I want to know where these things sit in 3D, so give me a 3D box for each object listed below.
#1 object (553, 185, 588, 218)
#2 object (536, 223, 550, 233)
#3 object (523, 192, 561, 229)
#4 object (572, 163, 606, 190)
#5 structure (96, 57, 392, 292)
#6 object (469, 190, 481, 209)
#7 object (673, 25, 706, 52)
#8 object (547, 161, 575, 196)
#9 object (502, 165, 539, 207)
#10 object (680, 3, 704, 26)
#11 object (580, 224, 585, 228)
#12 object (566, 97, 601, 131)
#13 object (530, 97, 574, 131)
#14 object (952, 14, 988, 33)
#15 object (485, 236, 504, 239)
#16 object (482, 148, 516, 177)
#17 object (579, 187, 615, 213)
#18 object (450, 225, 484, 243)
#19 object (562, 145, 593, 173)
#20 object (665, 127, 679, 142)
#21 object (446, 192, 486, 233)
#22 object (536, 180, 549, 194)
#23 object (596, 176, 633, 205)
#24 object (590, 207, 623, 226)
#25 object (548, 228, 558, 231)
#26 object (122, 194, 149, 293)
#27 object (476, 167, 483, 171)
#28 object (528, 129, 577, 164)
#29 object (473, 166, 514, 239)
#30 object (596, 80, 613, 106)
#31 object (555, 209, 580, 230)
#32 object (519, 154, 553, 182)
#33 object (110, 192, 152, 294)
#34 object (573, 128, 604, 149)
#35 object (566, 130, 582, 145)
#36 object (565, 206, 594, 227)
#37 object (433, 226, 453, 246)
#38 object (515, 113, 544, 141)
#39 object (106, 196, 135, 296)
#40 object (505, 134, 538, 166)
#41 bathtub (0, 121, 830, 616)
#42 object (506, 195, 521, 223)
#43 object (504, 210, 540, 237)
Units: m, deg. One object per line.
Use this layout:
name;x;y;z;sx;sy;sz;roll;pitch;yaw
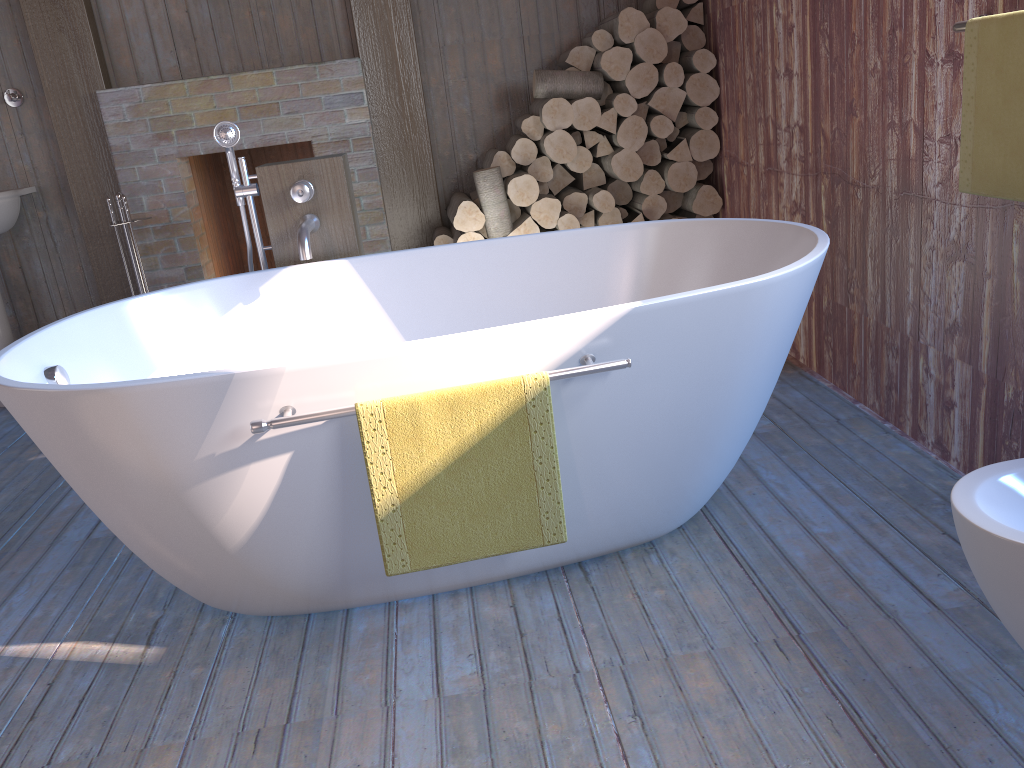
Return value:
object;0.266;-0.835;4.045;0.114;0.120;0.303;-8;18;-3
object;0.139;-0.683;4.071;0.088;0.092;0.280;-8;18;-3
object;0.125;-0.810;4.050;0.139;0.148;0.458;-8;18;-3
object;0.351;-0.974;4.112;0.104;0.127;0.321;-8;18;-3
structure;-1.144;-0.736;4.100;1.130;1.330;0.226;-9;18;-4
object;-0.138;-0.848;4.105;0.099;0.093;0.280;-8;18;-3
object;0.766;-1.523;3.925;0.107;0.115;0.269;-8;18;-3
object;0.202;-0.965;4.096;0.128;0.150;0.323;-9;18;-4
object;0.027;-0.895;3.996;0.138;0.147;0.440;-8;18;-3
object;0.761;-1.620;3.910;0.081;0.100;0.281;-9;18;-4
object;0.317;-0.714;4.187;0.121;0.124;0.291;-8;18;-3
object;0.285;-1.203;3.933;0.138;0.147;0.440;-8;18;-3
object;0.170;-1.199;3.921;0.135;0.145;0.439;-8;18;-3
object;1.020;-0.705;1.691;0.091;0.043;0.581;-8;18;-3
object;-0.063;-0.658;4.163;0.115;0.123;0.291;-8;18;-3
object;-0.063;-0.999;3.997;0.114;0.113;0.301;-9;18;-6
object;0.368;-0.853;4.046;0.098;0.100;0.437;-9;18;-5
object;-0.205;-0.655;4.043;0.137;0.133;0.437;-9;18;-5
object;0.280;-1.020;3.982;0.115;0.123;0.291;-8;18;-3
object;0.695;-1.128;3.988;0.067;0.069;0.177;-9;18;-4
object;-0.216;-0.783;4.014;0.139;0.137;0.455;-9;18;-5
object;0.122;-0.897;4.016;0.064;0.068;0.174;-9;18;-4
object;0.467;-0.908;4.146;0.116;0.118;0.289;-9;18;-6
object;0.418;-0.769;4.084;0.111;0.113;0.301;-9;18;-5
object;0.212;-0.667;4.098;0.114;0.120;0.303;-8;18;-3
object;-1.556;-0.383;3.843;0.206;0.871;0.126;7;23;37
object;-0.107;-0.932;4.084;0.108;0.113;0.302;-8;18;-3
object;0.175;-1.066;3.957;0.141;0.143;0.437;-9;18;-5
object;-0.079;-0.785;3.838;0.147;0.298;0.109;-8;18;-1
object;0.366;-1.320;4.006;0.121;0.124;0.291;-8;18;-3
object;0.217;-0.754;4.057;0.098;0.100;0.437;-9;18;-5
object;0.105;-0.973;3.991;0.111;0.113;0.301;-9;18;-4
object;-1.637;-0.393;3.897;0.276;0.888;0.333;6;22;36
object;0.341;-1.104;3.966;0.088;0.092;0.280;-8;18;-3
object;0.267;-1.097;3.944;0.057;0.061;0.156;-9;18;-4
object;0.308;-0.767;4.070;0.086;0.089;0.279;-9;18;-6
object;-0.310;-0.660;4.086;0.101;0.103;0.242;-8;18;-3
object;0.080;-1.141;3.934;0.106;0.112;0.282;-8;18;-3
object;-1.703;-0.377;3.841;0.136;0.846;0.062;-15;19;-21
object;0.039;-1.044;3.944;0.115;0.123;0.291;-8;18;-3
bathtub;-0.220;-0.139;2.211;1.935;1.109;1.460;-2;19;17
object;-0.034;-0.820;4.110;0.121;0.124;0.291;-8;18;-3
object;0.016;-0.705;4.079;0.155;0.174;0.483;-9;18;-5
